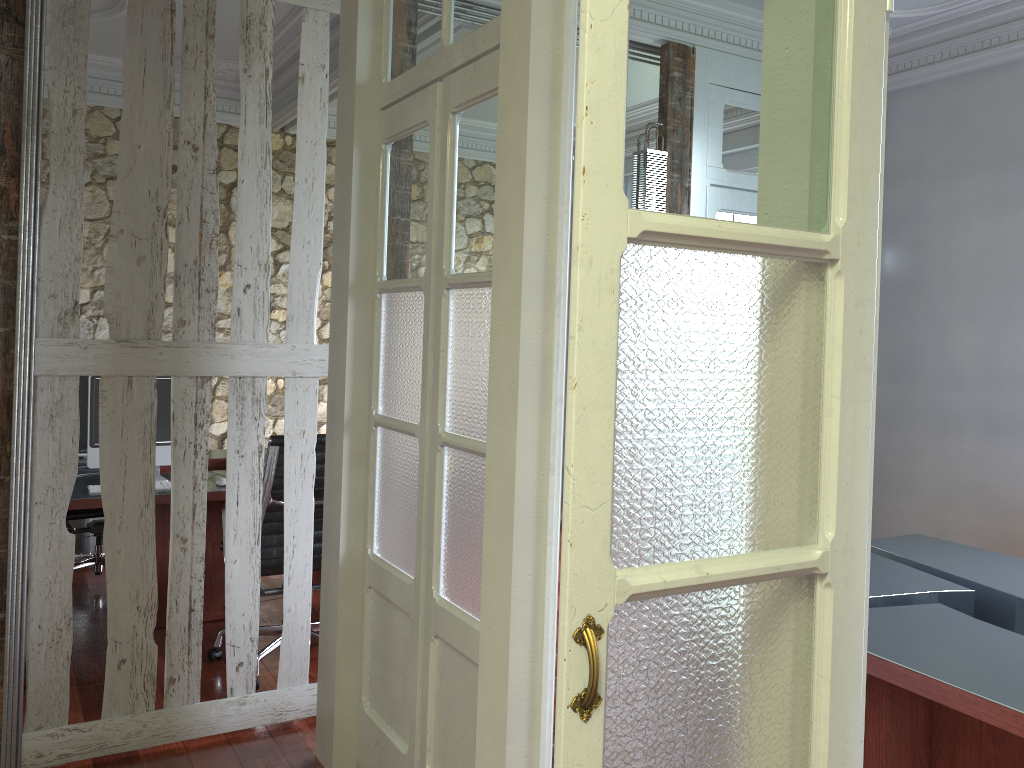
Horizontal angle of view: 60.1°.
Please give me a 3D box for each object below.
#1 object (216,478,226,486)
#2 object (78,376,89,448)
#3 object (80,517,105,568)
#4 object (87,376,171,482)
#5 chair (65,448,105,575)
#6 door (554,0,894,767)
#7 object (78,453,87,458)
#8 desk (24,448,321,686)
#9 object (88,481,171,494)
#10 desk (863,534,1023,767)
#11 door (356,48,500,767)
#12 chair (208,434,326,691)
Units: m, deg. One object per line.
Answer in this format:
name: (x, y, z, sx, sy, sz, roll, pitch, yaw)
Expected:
object: (-1.304, 0.440, 3.992, 0.059, 0.028, 0.106, 0, 3, -31)
object: (-1.989, 0.156, 4.542, 0.483, 0.485, 0.190, 1, 1, -30)
object: (-2.404, 0.873, 5.418, 0.400, 0.387, 0.363, 1, 2, -30)
object: (-1.672, 0.196, 4.040, 0.483, 0.485, 0.190, 1, 1, -30)
chair: (-2.224, 0.594, 4.855, 0.665, 1.023, 0.700, 1, 1, -34)
door: (0.663, 0.342, 0.883, 1.189, 2.182, 0.481, 3, 1, 34)
object: (-2.086, 0.373, 4.748, 0.438, 0.017, 0.119, 0, 4, -30)
desk: (-1.578, 0.784, 4.420, 2.506, 0.727, 1.303, 0, 3, -30)
object: (-1.591, 0.445, 3.835, 0.438, 0.017, 0.119, 0, 4, -30)
desk: (1.534, 1.027, 2.709, 1.445, 0.653, 1.715, 0, 3, -30)
door: (-0.221, 0.217, 2.507, 0.041, 2.179, 1.059, 2, 1, -30)
chair: (-0.917, 0.696, 3.863, 0.665, 1.023, 0.700, 1, 1, -36)
